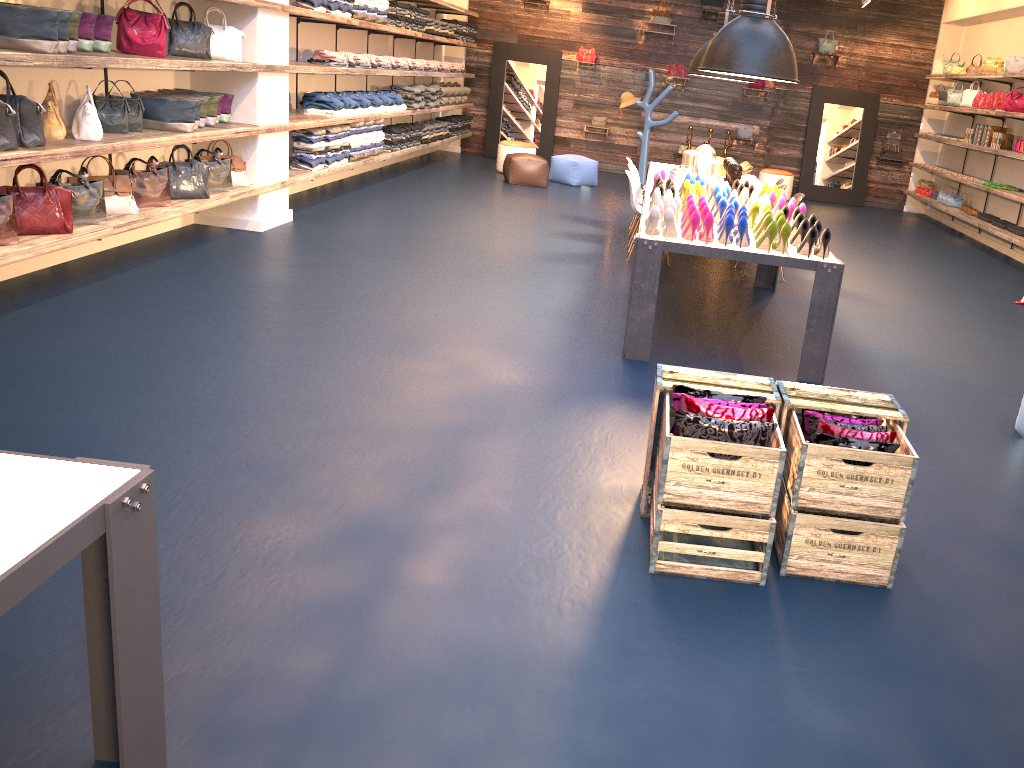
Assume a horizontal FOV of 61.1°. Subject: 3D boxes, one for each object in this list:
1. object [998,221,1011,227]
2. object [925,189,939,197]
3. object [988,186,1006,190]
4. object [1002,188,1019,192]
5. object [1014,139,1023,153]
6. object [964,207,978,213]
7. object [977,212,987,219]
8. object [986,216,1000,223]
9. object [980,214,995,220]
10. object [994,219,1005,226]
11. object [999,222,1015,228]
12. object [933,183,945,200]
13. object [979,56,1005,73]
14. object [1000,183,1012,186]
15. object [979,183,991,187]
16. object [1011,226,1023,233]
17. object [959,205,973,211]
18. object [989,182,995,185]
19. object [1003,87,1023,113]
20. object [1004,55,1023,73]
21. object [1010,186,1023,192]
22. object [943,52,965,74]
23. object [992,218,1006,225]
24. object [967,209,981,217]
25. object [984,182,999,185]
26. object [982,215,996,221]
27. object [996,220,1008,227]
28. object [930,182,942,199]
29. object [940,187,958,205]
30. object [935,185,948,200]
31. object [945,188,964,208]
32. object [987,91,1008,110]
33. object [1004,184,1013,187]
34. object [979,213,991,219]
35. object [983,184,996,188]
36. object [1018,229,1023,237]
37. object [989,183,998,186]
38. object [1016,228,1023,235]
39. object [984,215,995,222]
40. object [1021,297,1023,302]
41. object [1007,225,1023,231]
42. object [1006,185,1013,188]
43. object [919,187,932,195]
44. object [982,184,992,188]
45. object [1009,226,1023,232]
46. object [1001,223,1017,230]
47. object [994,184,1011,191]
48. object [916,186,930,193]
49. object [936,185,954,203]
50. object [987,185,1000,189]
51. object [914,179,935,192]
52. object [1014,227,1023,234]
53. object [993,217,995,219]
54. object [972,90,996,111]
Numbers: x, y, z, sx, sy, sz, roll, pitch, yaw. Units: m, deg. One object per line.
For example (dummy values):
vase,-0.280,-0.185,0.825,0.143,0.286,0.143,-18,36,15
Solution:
object,6.385,-2.060,11.245,0.186,0.086,0.067,7,18,0
object,6.897,-3.129,14.268,0.206,0.115,0.098,22,23,36
object,6.247,-2.519,11.188,0.237,0.056,0.084,6,19,-5
object,6.415,-2.498,11.193,0.237,0.056,0.084,6,19,-5
object,6.339,-2.651,10.098,0.451,1.109,2.774,8,19,8
object,6.625,-2.488,12.490,0.217,0.081,0.236,5,20,-6
object,6.513,-2.317,11.984,0.186,0.086,0.067,7,18,0
object,6.456,-2.201,11.652,0.186,0.086,0.067,7,18,0
object,6.491,-2.271,11.852,0.186,0.086,0.067,7,18,0
object,6.410,-2.107,11.381,0.186,0.086,0.067,7,18,0
object,6.374,-2.038,11.180,0.186,0.086,0.067,7,18,0
object,6.854,-3.077,13.894,0.190,0.273,0.063,14,18,23
object,6.609,-4.382,11.944,0.216,0.228,0.347,-6,23,-34
object,6.541,-2.631,11.520,0.221,0.052,0.093,21,23,32
object,6.314,-2.641,11.542,0.237,0.056,0.084,6,19,-5
object,6.309,-1.904,10.795,0.175,0.085,0.072,20,22,33
object,6.685,-2.573,12.742,0.205,0.081,0.249,12,20,14
object,6.378,-2.608,11.400,0.232,0.066,0.087,10,19,6
object,6.462,-3.603,11.010,0.352,0.330,0.302,4,18,-8
object,6.518,-4.121,11.214,0.086,0.224,0.258,-9,24,-40
object,6.517,-2.527,11.228,0.250,0.066,0.081,0,20,-21
object,7.003,-5.068,13.763,0.192,0.358,0.344,-9,23,-40
object,6.420,-2.130,11.446,0.186,0.086,0.067,7,18,0
object,6.542,-2.406,12.239,0.216,0.081,0.236,5,20,-6
object,6.367,-2.644,11.491,0.234,0.062,0.086,9,19,4
object,6.479,-2.247,11.783,0.186,0.086,0.067,7,18,0
object,6.398,-2.084,11.313,0.186,0.086,0.067,7,18,0
object,6.873,-3.121,14.020,0.188,0.273,0.064,18,20,33
object,6.717,-2.873,13.282,0.258,0.276,0.105,20,22,37
object,6.827,-3.028,13.754,0.188,0.273,0.064,18,20,33
object,6.689,-2.804,13.085,0.258,0.276,0.105,20,22,37
object,6.472,-3.774,11.557,0.143,0.244,0.307,-1,20,-20
object,6.546,-2.586,11.405,0.244,0.073,0.082,2,19,-14
object,6.503,-2.294,11.919,0.186,0.086,0.067,7,18,0
object,6.277,-2.580,11.363,0.237,0.056,0.084,6,19,-5
object,6.273,-1.835,10.596,0.072,0.085,0.174,-11,26,-42
object,6.338,-2.584,11.316,0.232,0.062,0.089,10,19,7
object,6.285,-1.858,10.661,0.174,0.085,0.072,23,24,37
object,6.467,-2.225,11.719,0.186,0.086,0.067,7,18,0
object,5.211,-1.502,8.160,0.363,1.628,0.726,1,17,-15
object,6.332,-1.950,10.927,0.176,0.085,0.071,17,21,26
object,6.506,-2.562,11.321,0.250,0.071,0.082,-1,20,-22
object,6.912,-3.202,14.470,0.206,0.115,0.098,21,23,35
object,6.306,-2.609,11.452,0.237,0.056,0.084,6,19,-5
object,6.320,-1.927,10.861,0.175,0.085,0.071,19,22,30
object,6.363,-2.015,11.113,0.186,0.086,0.067,7,18,0
object,6.348,-2.548,11.224,0.232,0.066,0.088,10,19,6
object,6.947,-3.273,14.677,0.206,0.115,0.098,21,23,35
object,6.746,-2.943,13.480,0.259,0.276,0.104,17,20,31
object,6.275,-2.548,11.277,0.237,0.056,0.084,6,19,-5
object,7.078,-3.380,14.855,0.346,0.228,0.217,20,23,34
object,6.296,-1.880,10.726,0.175,0.085,0.072,20,22,33
object,6.457,-2.226,11.639,0.047,0.022,0.012,7,17,-2
object,6.599,-3.958,12.100,0.149,0.248,0.319,-6,22,-33
